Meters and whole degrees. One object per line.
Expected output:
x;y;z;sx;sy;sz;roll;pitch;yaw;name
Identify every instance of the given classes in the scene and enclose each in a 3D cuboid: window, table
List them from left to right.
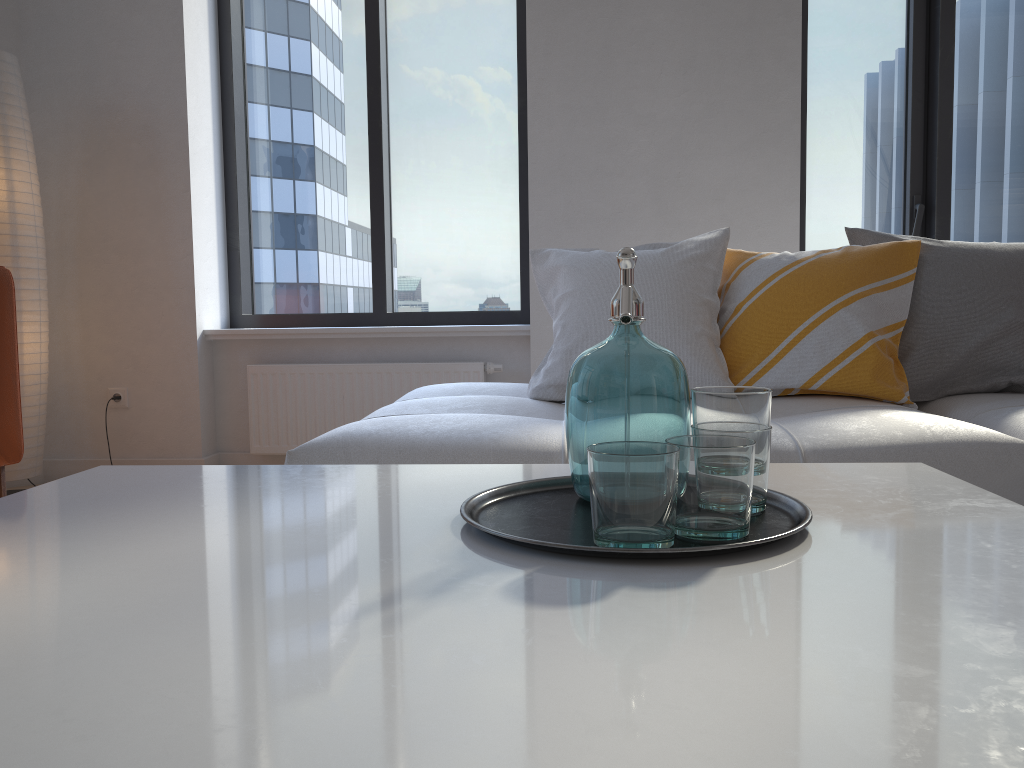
-0.569;-1.445;3.740;1.310;2.402;0.170;-1;4;4;window
-0.051;0.365;0.649;1.091;0.435;1.091;-1;4;4;table
1.727;-1.467;3.586;1.310;2.402;0.170;-1;4;4;window

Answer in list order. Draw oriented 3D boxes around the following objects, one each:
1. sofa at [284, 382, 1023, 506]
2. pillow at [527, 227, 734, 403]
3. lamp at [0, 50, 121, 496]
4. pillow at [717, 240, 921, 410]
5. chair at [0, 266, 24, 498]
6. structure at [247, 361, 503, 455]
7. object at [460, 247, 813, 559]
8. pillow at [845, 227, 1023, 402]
0.839;0.184;1.041;2.614;0.732;3.424;-1;4;4;sofa
0.914;-0.152;1.830;2.156;0.456;0.580;2;5;30;pillow
-1.586;-0.355;3.145;0.804;1.550;0.502;-4;6;-36;lamp
1.151;-0.120;1.617;0.630;0.440;2.095;-4;6;-39;pillow
-1.919;0.061;2.303;0.843;0.858;0.896;2;6;36;chair
-0.538;0.146;3.532;1.015;0.460;0.110;-1;4;4;structure
0.113;-0.003;0.844;0.330;0.265;0.330;2;5;28;object
1.321;-0.093;0.981;0.647;0.453;2.953;-2;5;-8;pillow
